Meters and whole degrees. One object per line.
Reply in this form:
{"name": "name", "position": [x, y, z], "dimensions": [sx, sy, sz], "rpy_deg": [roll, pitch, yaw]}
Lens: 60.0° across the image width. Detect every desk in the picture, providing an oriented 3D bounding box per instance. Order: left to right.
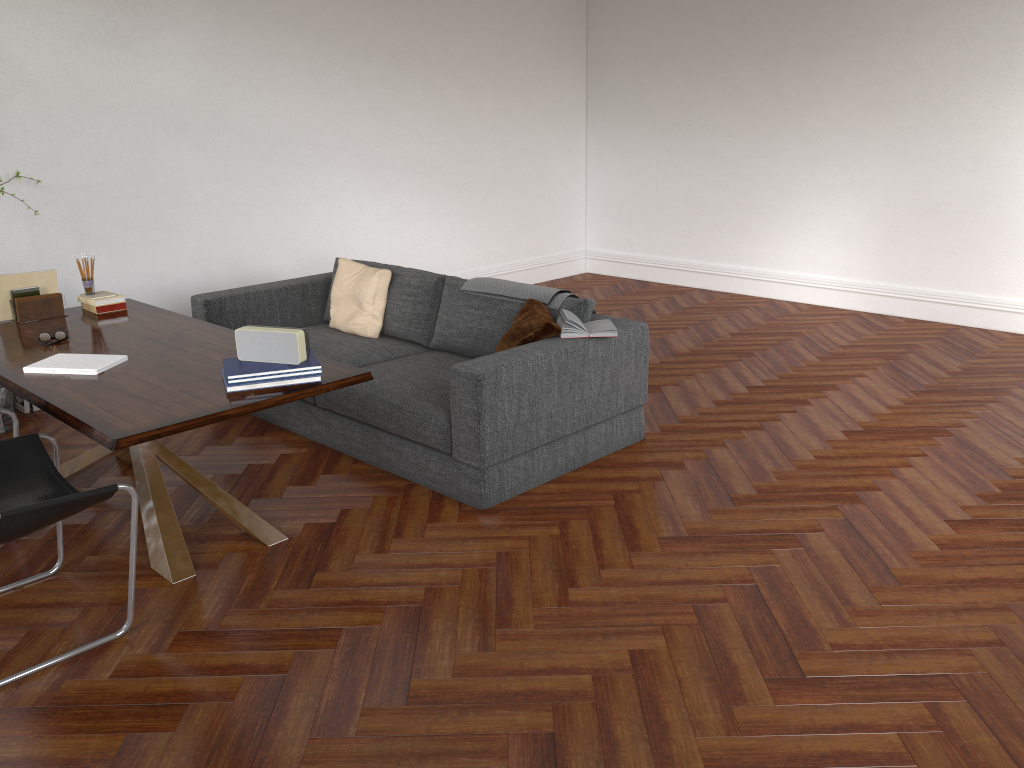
{"name": "desk", "position": [-1.688, 0.207, 3.991], "dimensions": [2.219, 0.756, 1.026], "rpy_deg": [15, 24, 42]}

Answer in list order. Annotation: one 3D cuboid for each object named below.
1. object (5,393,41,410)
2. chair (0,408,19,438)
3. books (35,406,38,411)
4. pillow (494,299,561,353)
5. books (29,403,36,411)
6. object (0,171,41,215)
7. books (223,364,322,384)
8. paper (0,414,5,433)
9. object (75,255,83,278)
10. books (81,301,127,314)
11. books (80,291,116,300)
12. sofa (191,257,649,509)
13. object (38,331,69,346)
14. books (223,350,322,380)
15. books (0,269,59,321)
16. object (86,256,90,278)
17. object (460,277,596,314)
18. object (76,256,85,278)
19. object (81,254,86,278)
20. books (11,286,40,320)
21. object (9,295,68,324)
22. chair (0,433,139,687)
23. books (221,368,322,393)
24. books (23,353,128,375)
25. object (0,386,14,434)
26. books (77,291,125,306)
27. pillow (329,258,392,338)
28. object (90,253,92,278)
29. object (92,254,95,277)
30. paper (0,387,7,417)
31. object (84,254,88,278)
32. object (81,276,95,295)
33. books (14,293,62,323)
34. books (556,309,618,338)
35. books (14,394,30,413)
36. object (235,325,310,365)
{"name": "object", "position": [-3.198, 0.044, 5.419], "dimensions": [0.340, 0.318, 0.433], "rpy_deg": [16, 24, 42]}
{"name": "chair", "position": [-2.616, 0.230, 3.782], "dimensions": [0.750, 0.878, 0.743], "rpy_deg": [16, 24, 42]}
{"name": "books", "position": [-2.996, 0.044, 5.501], "dimensions": [0.169, 0.233, 0.012], "rpy_deg": [16, 25, 42]}
{"name": "pillow", "position": [0.061, -0.197, 4.530], "dimensions": [0.330, 0.399, 0.467], "rpy_deg": [-4, 18, -8]}
{"name": "books", "position": [-3.005, 0.047, 5.492], "dimensions": [0.169, 0.233, 0.012], "rpy_deg": [16, 25, 42]}
{"name": "object", "position": [-3.155, -1.139, 5.208], "dimensions": [0.353, 2.071, 0.803], "rpy_deg": [7, 20, 24]}
{"name": "books", "position": [-0.923, -0.061, 3.413], "dimensions": [0.344, 0.017, 0.249], "rpy_deg": [-7, 18, -19]}
{"name": "paper", "position": [-2.949, 0.062, 5.030], "dimensions": [0.033, 0.482, 0.073], "rpy_deg": [-4, 18, -8]}
{"name": "object", "position": [-2.246, -0.576, 4.620], "dimensions": [0.032, 0.197, 0.008], "rpy_deg": [-2, 18, -1]}
{"name": "books", "position": [-2.155, -0.417, 4.683], "dimensions": [0.159, 0.040, 0.215], "rpy_deg": [-17, 23, -41]}
{"name": "books", "position": [-2.181, -0.468, 4.669], "dimensions": [0.128, 0.008, 0.159], "rpy_deg": [-17, 23, -41]}
{"name": "sofa", "position": [-0.653, -0.175, 5.172], "dimensions": [2.637, 0.834, 1.257], "rpy_deg": [15, 24, 42]}
{"name": "object", "position": [-2.091, -0.206, 3.996], "dimensions": [0.114, 0.048, 0.132], "rpy_deg": [1, 18, 8]}
{"name": "books", "position": [-0.924, -0.077, 3.408], "dimensions": [0.344, 0.017, 0.249], "rpy_deg": [-7, 18, -19]}
{"name": "books", "position": [-2.455, -0.451, 4.487], "dimensions": [0.043, 0.241, 0.309], "rpy_deg": [16, 25, 42]}
{"name": "object", "position": [-2.200, -0.571, 4.609], "dimensions": [0.008, 0.194, 0.049], "rpy_deg": [-17, 24, -39]}
{"name": "object", "position": [0.111, -0.397, 5.024], "dimensions": [0.750, 0.390, 0.399], "rpy_deg": [15, 24, 42]}
{"name": "object", "position": [-2.226, -0.568, 4.601], "dimensions": [0.008, 0.194, 0.049], "rpy_deg": [3, 19, 13]}
{"name": "object", "position": [-2.239, -0.584, 4.645], "dimensions": [0.008, 0.196, 0.038], "rpy_deg": [-7, 19, -18]}
{"name": "books", "position": [-2.438, -0.406, 4.456], "dimensions": [0.040, 0.158, 0.128], "rpy_deg": [16, 25, 42]}
{"name": "object", "position": [-2.412, -0.419, 4.494], "dimensions": [0.149, 0.167, 0.227], "rpy_deg": [16, 24, 42]}
{"name": "chair", "position": [-1.775, 0.457, 2.997], "dimensions": [0.750, 0.878, 0.743], "rpy_deg": [16, 24, 42]}
{"name": "books", "position": [-0.926, -0.035, 3.406], "dimensions": [0.347, 0.027, 0.263], "rpy_deg": [-7, 18, -19]}
{"name": "books", "position": [-1.780, -0.082, 3.627], "dimensions": [0.325, 0.026, 0.229], "rpy_deg": [2, 18, 9]}
{"name": "object", "position": [-3.008, 0.143, 5.116], "dimensions": [0.261, 0.307, 0.259], "rpy_deg": [2, 18, 9]}
{"name": "books", "position": [-2.165, -0.450, 4.675], "dimensions": [0.207, 0.029, 0.163], "rpy_deg": [14, 23, 40]}
{"name": "pillow", "position": [-0.981, -0.545, 5.620], "dimensions": [0.484, 0.463, 0.224], "rpy_deg": [15, 24, 42]}
{"name": "object", "position": [-2.206, -0.586, 4.649], "dimensions": [0.036, 0.196, 0.008], "rpy_deg": [-13, 21, -31]}
{"name": "object", "position": [-2.195, -0.581, 4.641], "dimensions": [0.049, 0.194, 0.008], "rpy_deg": [-8, 20, -20]}
{"name": "paper", "position": [-2.931, -0.050, 5.135], "dimensions": [0.047, 0.613, 0.328], "rpy_deg": [7, 20, 24]}
{"name": "object", "position": [-2.230, -0.585, 4.652], "dimensions": [0.008, 0.195, 0.044], "rpy_deg": [-6, 19, -14]}
{"name": "object", "position": [-2.219, -0.514, 4.649], "dimensions": [0.058, 0.091, 0.058], "rpy_deg": [10, 21, 30]}
{"name": "books", "position": [-2.375, -0.385, 4.461], "dimensions": [0.028, 0.125, 0.220], "rpy_deg": [16, 24, 42]}
{"name": "books", "position": [0.368, -0.305, 4.399], "dimensions": [0.278, 0.096, 0.223], "rpy_deg": [-2, 17, -3]}
{"name": "books", "position": [-3.032, 0.040, 5.472], "dimensions": [0.187, 0.259, 0.054], "rpy_deg": [16, 25, 43]}
{"name": "object", "position": [-0.921, -0.154, 3.417], "dimensions": [0.275, 0.126, 0.081], "rpy_deg": [4, 19, 17]}
